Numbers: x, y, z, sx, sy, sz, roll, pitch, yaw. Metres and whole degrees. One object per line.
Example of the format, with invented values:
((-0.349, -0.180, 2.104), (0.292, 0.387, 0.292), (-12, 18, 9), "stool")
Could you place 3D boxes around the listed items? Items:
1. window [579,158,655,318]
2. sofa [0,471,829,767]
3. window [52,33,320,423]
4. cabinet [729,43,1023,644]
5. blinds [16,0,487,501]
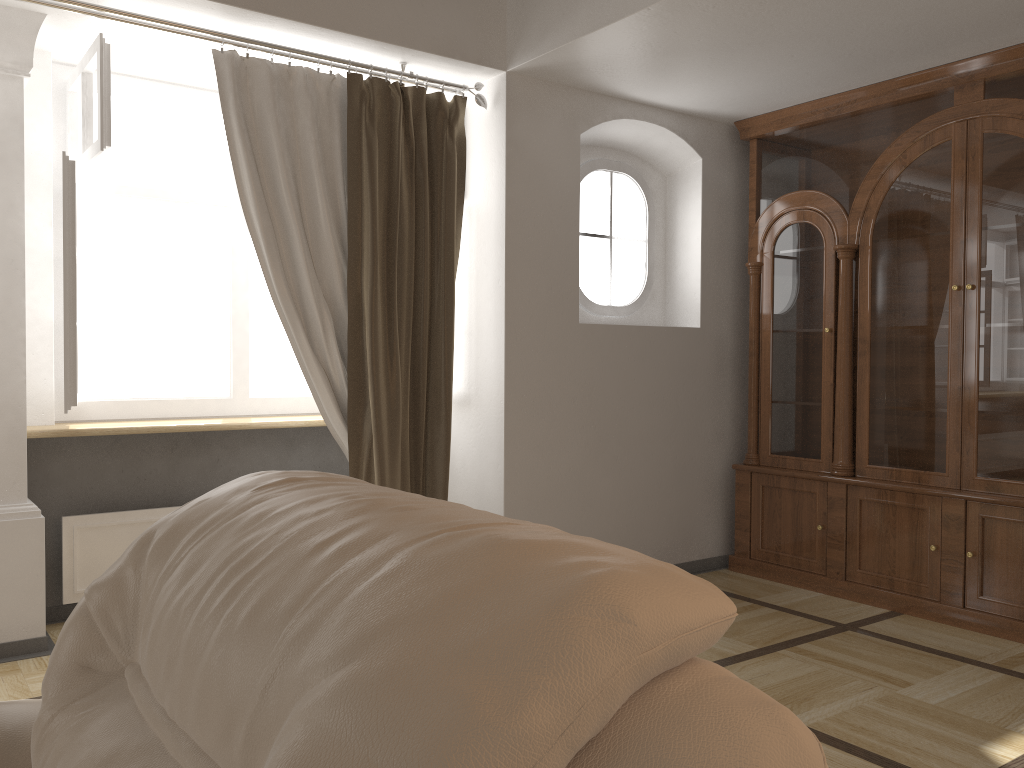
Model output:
((0.488, -0.728, 4.458), (0.600, 0.784, 0.050), (-1, 2, -36), "window")
((-0.462, 0.595, 0.921), (1.052, 0.900, 1.318), (-1, 2, -36), "sofa")
((-1.113, -0.586, 3.877), (1.653, 1.500, 0.782), (-1, 2, -36), "window")
((2.038, -0.164, 3.765), (0.587, 2.298, 2.360), (-1, 2, -36), "cabinet")
((-2.467, -0.153, 2.211), (5.765, 2.294, 0.285), (-1, 2, -36), "blinds")
